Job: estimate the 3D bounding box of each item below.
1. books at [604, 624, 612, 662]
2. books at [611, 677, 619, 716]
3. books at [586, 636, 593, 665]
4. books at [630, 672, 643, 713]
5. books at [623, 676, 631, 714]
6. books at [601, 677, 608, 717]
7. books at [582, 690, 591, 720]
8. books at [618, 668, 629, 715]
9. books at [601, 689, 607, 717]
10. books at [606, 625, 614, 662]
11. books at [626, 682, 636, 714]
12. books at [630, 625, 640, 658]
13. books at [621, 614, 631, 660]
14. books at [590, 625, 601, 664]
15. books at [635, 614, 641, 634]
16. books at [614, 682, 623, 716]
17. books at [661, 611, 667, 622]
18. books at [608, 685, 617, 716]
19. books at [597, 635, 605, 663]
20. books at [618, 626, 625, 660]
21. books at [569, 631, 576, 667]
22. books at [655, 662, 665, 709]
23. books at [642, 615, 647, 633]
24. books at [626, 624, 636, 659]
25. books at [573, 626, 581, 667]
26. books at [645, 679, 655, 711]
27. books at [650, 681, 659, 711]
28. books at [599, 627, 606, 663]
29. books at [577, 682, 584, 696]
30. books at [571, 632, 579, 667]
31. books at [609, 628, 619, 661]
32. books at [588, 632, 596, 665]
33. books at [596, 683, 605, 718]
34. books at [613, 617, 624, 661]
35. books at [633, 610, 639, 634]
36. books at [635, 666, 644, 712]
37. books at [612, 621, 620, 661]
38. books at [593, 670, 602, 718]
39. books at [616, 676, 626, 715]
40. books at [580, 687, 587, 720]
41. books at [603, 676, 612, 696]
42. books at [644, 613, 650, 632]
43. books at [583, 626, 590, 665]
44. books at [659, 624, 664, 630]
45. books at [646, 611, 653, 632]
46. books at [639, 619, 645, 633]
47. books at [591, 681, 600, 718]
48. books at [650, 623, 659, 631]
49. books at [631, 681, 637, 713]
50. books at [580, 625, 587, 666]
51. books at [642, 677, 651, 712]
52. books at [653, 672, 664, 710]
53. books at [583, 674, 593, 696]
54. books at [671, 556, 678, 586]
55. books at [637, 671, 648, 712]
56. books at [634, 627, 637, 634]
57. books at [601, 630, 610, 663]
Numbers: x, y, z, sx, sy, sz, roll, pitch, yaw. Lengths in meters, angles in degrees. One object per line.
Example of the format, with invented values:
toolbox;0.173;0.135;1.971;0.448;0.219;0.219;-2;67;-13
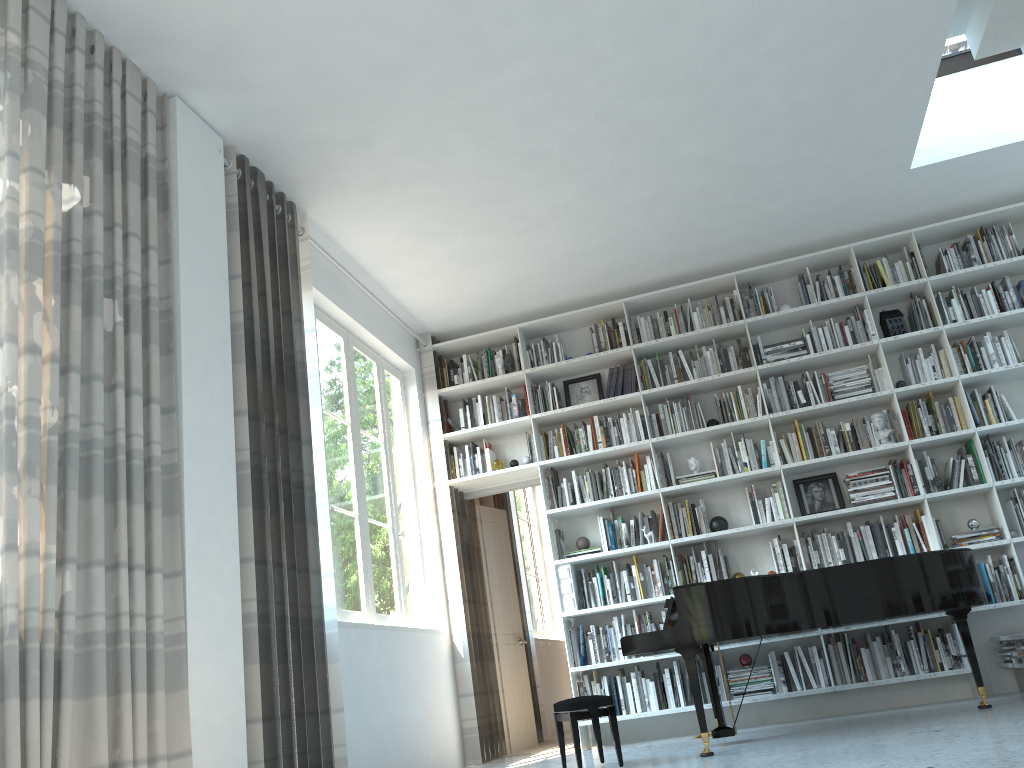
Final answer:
books;0.695;1.831;6.258;0.013;0.256;0.190;-13;-19;12
books;0.729;2.172;6.172;0.022;0.251;0.140;-13;-19;12
books;0.567;1.896;6.301;0.024;0.197;0.148;-13;-19;12
books;0.870;2.126;6.123;0.031;0.265;0.187;-13;-19;12
books;0.810;2.157;6.154;0.022;0.245;0.135;-13;-19;12
books;0.662;2.173;6.164;0.013;0.260;0.174;-13;-19;12
books;0.536;2.236;6.180;0.029;0.190;0.177;-13;-19;12
books;0.783;2.129;6.147;0.013;0.299;0.184;-13;-19;12
books;0.655;2.218;6.173;0.022;0.185;0.146;-13;-19;12
books;0.705;1.829;6.251;0.010;0.251;0.178;-13;-19;12
books;0.831;2.165;6.119;0.030;0.201;0.168;-13;-19;12
books;0.874;1.813;6.233;0.028;0.224;0.134;-13;-19;12
books;0.802;1.784;6.244;0.039;0.306;0.173;-13;-19;12
books;0.605;1.849;6.286;0.029;0.265;0.172;-13;-19;12
books;0.910;1.766;6.222;0.012;0.294;0.177;-13;-19;12
books;0.749;2.179;6.153;0.022;0.220;0.163;-13;-19;12
books;1.090;1.735;6.195;0.025;0.287;0.131;-13;-19;12
books;0.710;2.197;6.166;0.022;0.205;0.159;-13;-19;12
books;0.642;1.880;6.289;0.025;0.199;0.137;-13;-19;12
books;0.789;1.830;6.256;0.012;0.232;0.149;-13;-19;12
books;0.449;1.896;6.336;0.012;0.253;0.161;-13;-19;12
books;1.030;2.077;6.115;0.013;0.309;0.131;-13;-19;12
books;0.956;1.769;6.230;0.013;0.283;0.139;-13;-19;12
books;0.846;1.814;6.245;0.031;0.238;0.132;-13;-19;12
books;0.478;1.868;6.304;0.011;0.276;0.190;-13;-19;12
books;0.959;2.134;6.093;0.028;0.205;0.171;-13;-19;12
books;0.987;2.135;6.077;0.031;0.187;0.190;-13;-19;12
books;0.662;1.854;6.296;0.022;0.247;0.134;-13;-19;12
books;0.497;2.223;6.224;0.012;0.253;0.161;-13;-19;12
books;0.466;1.895;6.316;0.029;0.238;0.155;-13;-19;12
books;0.728;1.840;6.255;0.028;0.228;0.158;-13;-19;12
books;0.582;1.874;6.279;0.022;0.220;0.188;-13;-19;12
books;0.630;2.202;6.177;0.022;0.225;0.155;-13;-19;12
books;0.765;1.802;6.269;0.027;0.298;0.142;-13;-19;12
books;0.893;1.753;6.222;0.014;0.324;0.171;-13;-19;12
books;0.894;2.109;6.141;0.014;0.303;0.140;-13;-19;12
books;0.750;1.820;6.275;0.013;0.272;0.146;-13;-19;12
books;0.610;2.164;6.201;0.011;0.317;0.158;-13;-19;12
books;0.771;2.158;6.158;0.027;0.255;0.160;-13;-19;12
books;0.517;2.237;6.215;0.023;0.215;0.159;-13;-19;12
books;0.680;2.169;6.166;0.023;0.265;0.177;-13;-19;12
books;0.969;1.758;6.216;0.022;0.289;0.138;-13;-19;12
books;0.545;1.864;6.316;0.010;0.272;0.150;-13;-19;12
books;1.072;1.783;6.195;0.030;0.202;0.142;-13;-19;12
books;0.983;1.748;6.209;0.013;0.300;0.173;-13;-19;12
books;0.937;1.786;6.228;0.029;0.253;0.153;-13;-19;12
books;0.599;2.202;6.196;0.024;0.245;0.143;-13;-19;12
books;1.024;1.781;6.190;0.059;0.215;0.178;-13;-19;12
books;0.860;2.164;6.143;0.014;0.210;0.146;-13;-19;12
books;0.510;1.861;6.306;0.052;0.282;0.173;-13;-19;12
books;0.935;2.135;6.101;0.021;0.217;0.191;-13;-19;12
books;1.009;2.103;6.081;0.023;0.243;0.188;-13;-19;12
books;0.561;2.186;6.205;0.045;0.292;0.182;-13;-19;12
books;1.171;1.362;6.287;0.024;0.279;0.136;-13;-19;12
books;0.910;2.117;6.114;0.025;0.265;0.160;-13;-19;12
books;0.894;1.816;6.225;0.013;0.208;0.155;-13;-19;12
books;0.678;1.851;6.255;0.028;0.222;0.189;-13;-19;12
